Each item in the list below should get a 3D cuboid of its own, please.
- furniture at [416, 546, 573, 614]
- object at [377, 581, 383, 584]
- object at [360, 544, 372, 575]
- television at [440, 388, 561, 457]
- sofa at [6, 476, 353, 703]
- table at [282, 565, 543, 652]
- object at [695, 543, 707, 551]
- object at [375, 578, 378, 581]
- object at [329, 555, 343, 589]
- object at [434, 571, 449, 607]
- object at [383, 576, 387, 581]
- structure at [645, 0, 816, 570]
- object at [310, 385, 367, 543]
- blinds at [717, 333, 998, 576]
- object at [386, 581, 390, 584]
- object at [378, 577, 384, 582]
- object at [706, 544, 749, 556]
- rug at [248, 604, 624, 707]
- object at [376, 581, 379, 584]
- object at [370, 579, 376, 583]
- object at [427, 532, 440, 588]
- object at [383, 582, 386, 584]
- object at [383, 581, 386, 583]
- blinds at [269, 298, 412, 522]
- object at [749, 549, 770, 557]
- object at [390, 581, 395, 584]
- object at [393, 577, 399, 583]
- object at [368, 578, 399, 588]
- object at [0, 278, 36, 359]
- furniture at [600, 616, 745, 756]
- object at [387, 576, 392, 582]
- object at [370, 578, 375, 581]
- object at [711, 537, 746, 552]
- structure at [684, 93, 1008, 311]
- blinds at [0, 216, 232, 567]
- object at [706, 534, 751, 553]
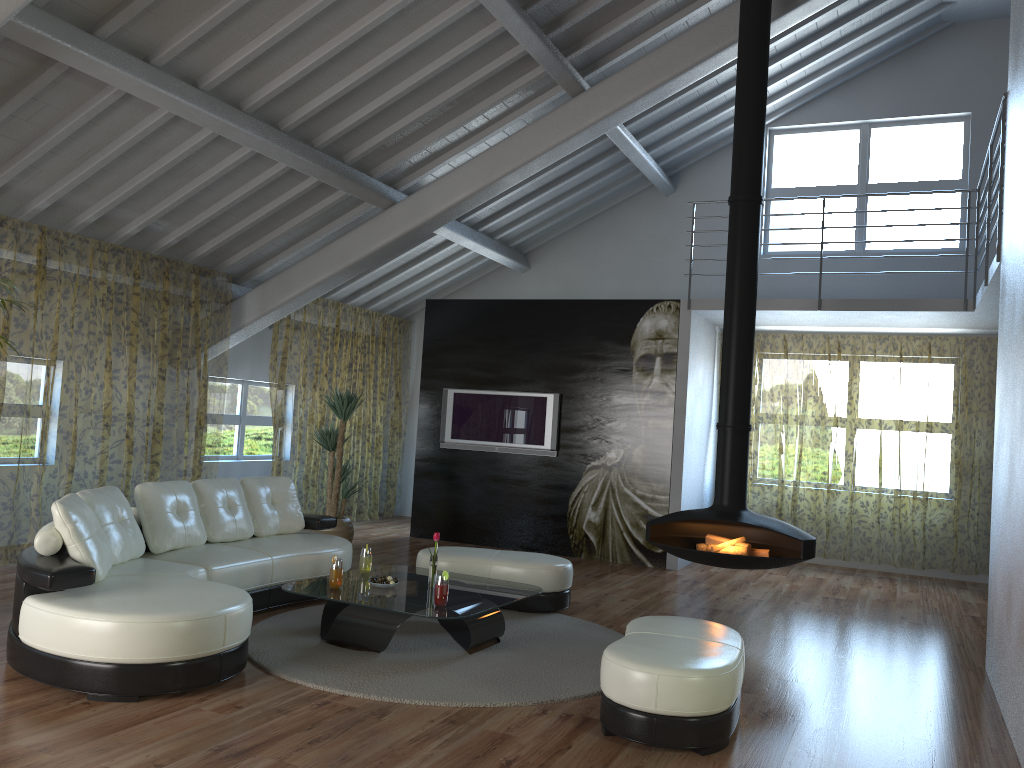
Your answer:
[{"bbox_3d":[-0.131,1.394,6.364,1.134,0.367,0.596,3,-3,7],"label":"furniture"},{"bbox_3d":[-0.756,1.149,5.091,0.032,0.031,0.031,4,-3,1],"label":"object"},{"bbox_3d":[-0.907,1.085,5.499,0.075,0.192,0.081,2,-3,29],"label":"object"},{"bbox_3d":[-0.141,0.392,9.284,1.336,0.639,0.044,2,-3,24],"label":"television"},{"bbox_3d":[-1.880,1.017,5.320,1.359,0.805,3.047,3,-3,3],"label":"sofa"},{"bbox_3d":[-0.563,1.333,5.176,1.201,0.290,1.201,2,-3,27],"label":"table"},{"bbox_3d":[1.484,1.193,6.436,0.302,0.127,0.089,4,-3,0],"label":"object"},{"bbox_3d":[-0.793,1.147,5.178,0.031,0.030,0.032,5,-3,-32],"label":"object"},{"bbox_3d":[-0.991,1.057,4.994,0.081,0.192,0.075,5,-3,-31],"label":"object"},{"bbox_3d":[-0.374,1.083,4.708,0.075,0.192,0.081,4,-3,-1],"label":"object"},{"bbox_3d":[-0.744,1.135,5.174,0.030,0.031,0.031,2,-3,27],"label":"object"},{"bbox_3d":[1.692,-1.443,6.395,1.176,5.494,0.851,3,-3,23],"label":"structure"},{"bbox_3d":[-1.723,0.803,8.650,0.564,1.586,0.588,5,-3,-32],"label":"object"},{"bbox_3d":[3.460,0.653,9.120,2.780,2.324,0.306,2,-3,24],"label":"blinds"},{"bbox_3d":[-0.719,1.159,5.141,0.032,0.030,0.032,4,-3,-17],"label":"object"},{"bbox_3d":[-0.755,1.128,5.113,0.030,0.034,0.030,3,-3,6],"label":"object"},{"bbox_3d":[1.520,1.185,6.258,0.285,0.103,0.095,2,-3,24],"label":"object"},{"bbox_3d":[-0.374,1.499,5.167,2.307,0.020,2.313,4,-3,-5],"label":"rug"},{"bbox_3d":[-0.774,1.155,5.119,0.031,0.030,0.032,4,-3,-13],"label":"object"},{"bbox_3d":[-0.802,1.141,5.122,0.032,0.031,0.031,6,-3,-37],"label":"object"},{"bbox_3d":[-0.468,1.034,5.227,0.069,0.323,0.060,4,-3,1],"label":"object"},{"bbox_3d":[-0.742,1.156,5.120,0.032,0.030,0.031,3,-3,22],"label":"object"},{"bbox_3d":[-0.747,1.158,5.151,0.032,0.030,0.031,5,-3,-30],"label":"object"},{"bbox_3d":[-1.968,0.355,10.353,0.306,2.546,2.780,2,-3,24],"label":"blinds"},{"bbox_3d":[1.691,1.211,6.318,0.274,0.082,0.066,2,-3,24],"label":"object"},{"bbox_3d":[-0.692,1.153,5.128,0.030,0.032,0.032,2,-3,27],"label":"object"},{"bbox_3d":[-0.673,1.140,5.148,0.030,0.033,0.030,3,-3,4],"label":"object"},{"bbox_3d":[-0.746,1.160,5.145,0.178,0.031,0.178,3,-3,17],"label":"object"},{"bbox_3d":[-3.232,0.052,4.586,1.399,2.473,1.177,6,-3,-41],"label":"object"},{"bbox_3d":[0.764,1.349,4.104,0.596,0.367,1.134,3,-3,18],"label":"furniture"},{"bbox_3d":[-0.713,1.133,5.157,0.032,0.032,0.029,4,-3,-11],"label":"object"},{"bbox_3d":[-0.809,1.141,5.152,0.032,0.031,0.030,2,-3,33],"label":"object"},{"bbox_3d":[1.528,1.133,6.261,0.268,0.117,0.040,4,-3,-19],"label":"object"},{"bbox_3d":[0.801,-1.531,3.490,2.536,1.055,10.133,2,-3,24],"label":"structure"},{"bbox_3d":[-3.488,0.104,6.913,0.306,2.546,3.505,2,-3,24],"label":"blinds"},{"bbox_3d":[1.545,1.154,6.343,0.317,0.129,0.109,2,-3,34],"label":"object"}]
